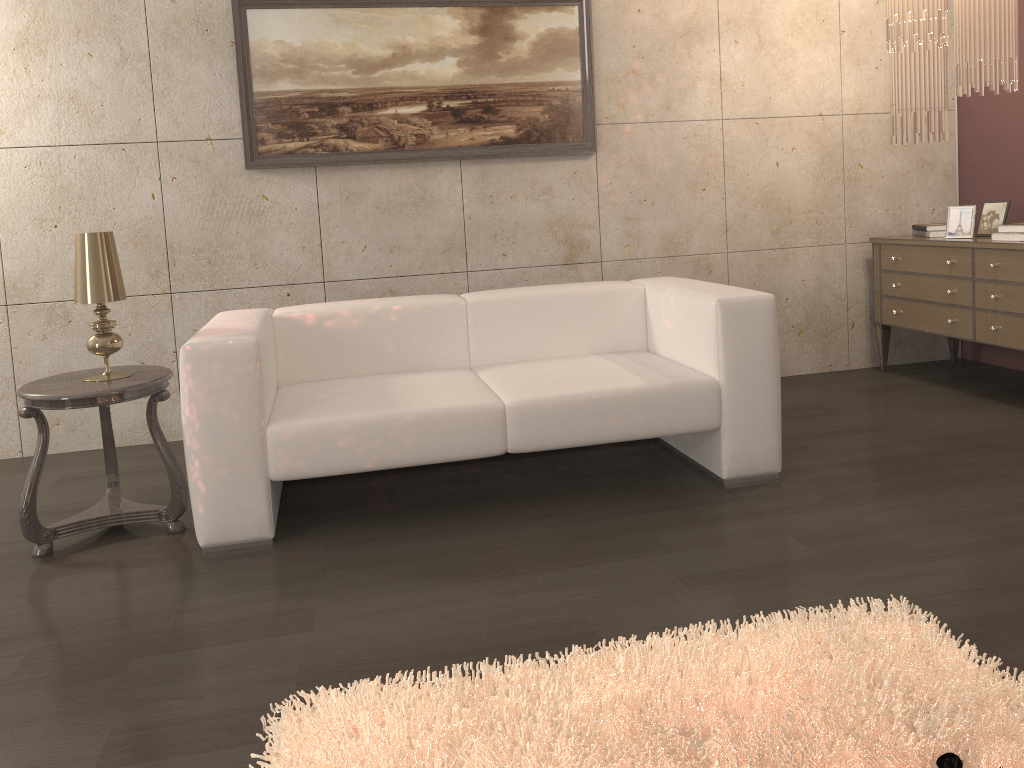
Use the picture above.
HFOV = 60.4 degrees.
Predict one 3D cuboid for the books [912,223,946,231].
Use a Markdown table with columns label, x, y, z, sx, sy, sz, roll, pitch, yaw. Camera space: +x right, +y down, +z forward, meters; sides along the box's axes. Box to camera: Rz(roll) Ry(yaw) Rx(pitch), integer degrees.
| label | x | y | z | sx | sy | sz | roll | pitch | yaw |
| --- | --- | --- | --- | --- | --- | --- | --- | --- | --- |
| books | 2.203 | -0.816 | 4.575 | 0.169 | 0.027 | 0.236 | -2 | 11 | 8 |

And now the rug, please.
| label | x | y | z | sx | sy | sz | roll | pitch | yaw |
| --- | --- | --- | --- | --- | --- | --- | --- | --- | --- |
| rug | 0.414 | 0.762 | 1.008 | 1.511 | 0.066 | 2.025 | -6 | 12 | -11 |

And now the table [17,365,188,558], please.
| label | x | y | z | sx | sy | sz | roll | pitch | yaw |
| --- | --- | --- | --- | --- | --- | --- | --- | --- | --- |
| table | -1.342 | 0.239 | 2.938 | 0.523 | 0.515 | 0.520 | -2 | 8 | 11 |

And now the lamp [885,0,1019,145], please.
| label | x | y | z | sx | sy | sz | roll | pitch | yaw |
| --- | --- | --- | --- | --- | --- | --- | --- | --- | --- |
| lamp | 1.734 | -2.403 | 3.508 | 0.483 | 2.804 | 0.490 | -1 | 5 | 25 |

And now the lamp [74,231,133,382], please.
| label | x | y | z | sx | sy | sz | roll | pitch | yaw |
| --- | --- | --- | --- | --- | --- | --- | --- | --- | --- |
| lamp | -1.363 | -0.261 | 2.921 | 0.159 | 0.479 | 0.162 | -1 | 6 | 21 |

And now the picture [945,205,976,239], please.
| label | x | y | z | sx | sy | sz | roll | pitch | yaw |
| --- | --- | --- | --- | --- | --- | --- | --- | --- | --- |
| picture | 2.170 | -0.783 | 4.262 | 0.051 | 0.155 | 0.128 | -8 | 9 | -41 |

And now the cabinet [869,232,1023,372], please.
| label | x | y | z | sx | sy | sz | roll | pitch | yaw |
| --- | --- | --- | --- | --- | --- | --- | --- | --- | --- |
| cabinet | 2.348 | -0.312 | 4.079 | 0.533 | 0.720 | 1.549 | -5 | 10 | -11 |

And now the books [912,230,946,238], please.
| label | x | y | z | sx | sy | sz | roll | pitch | yaw |
| --- | --- | --- | --- | --- | --- | --- | --- | --- | --- |
| books | 2.227 | -0.787 | 4.576 | 0.201 | 0.031 | 0.279 | -2 | 11 | 8 |

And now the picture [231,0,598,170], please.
| label | x | y | z | sx | sy | sz | roll | pitch | yaw |
| --- | --- | --- | --- | --- | --- | --- | --- | --- | --- |
| picture | -0.428 | -1.473 | 4.245 | 1.718 | 0.786 | 0.053 | -6 | 5 | -12 |

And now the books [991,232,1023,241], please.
| label | x | y | z | sx | sy | sz | roll | pitch | yaw |
| --- | --- | --- | --- | --- | --- | --- | --- | --- | --- |
| books | 2.343 | -0.663 | 3.914 | 0.308 | 0.035 | 0.227 | -7 | 12 | -16 |

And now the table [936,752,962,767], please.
| label | x | y | z | sx | sy | sz | roll | pitch | yaw |
| --- | --- | --- | --- | --- | --- | --- | --- | --- | --- |
| table | 0.423 | 0.620 | 0.984 | 0.906 | 0.299 | 0.926 | -6 | 11 | -13 |

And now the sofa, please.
| label | x | y | z | sx | sy | sz | roll | pitch | yaw |
| --- | --- | --- | --- | --- | --- | --- | --- | --- | --- |
| sofa | -0.116 | 0.005 | 3.317 | 2.029 | 0.644 | 0.956 | -6 | 10 | -12 |

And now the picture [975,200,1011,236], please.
| label | x | y | z | sx | sy | sz | roll | pitch | yaw |
| --- | --- | --- | --- | --- | --- | --- | --- | --- | --- |
| picture | 2.340 | -0.806 | 4.288 | 0.078 | 0.169 | 0.142 | -6 | 8 | -26 |

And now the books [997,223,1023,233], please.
| label | x | y | z | sx | sy | sz | roll | pitch | yaw |
| --- | --- | --- | --- | --- | --- | --- | --- | --- | --- |
| books | 2.354 | -0.701 | 3.924 | 0.290 | 0.033 | 0.213 | -9 | 12 | -26 |
